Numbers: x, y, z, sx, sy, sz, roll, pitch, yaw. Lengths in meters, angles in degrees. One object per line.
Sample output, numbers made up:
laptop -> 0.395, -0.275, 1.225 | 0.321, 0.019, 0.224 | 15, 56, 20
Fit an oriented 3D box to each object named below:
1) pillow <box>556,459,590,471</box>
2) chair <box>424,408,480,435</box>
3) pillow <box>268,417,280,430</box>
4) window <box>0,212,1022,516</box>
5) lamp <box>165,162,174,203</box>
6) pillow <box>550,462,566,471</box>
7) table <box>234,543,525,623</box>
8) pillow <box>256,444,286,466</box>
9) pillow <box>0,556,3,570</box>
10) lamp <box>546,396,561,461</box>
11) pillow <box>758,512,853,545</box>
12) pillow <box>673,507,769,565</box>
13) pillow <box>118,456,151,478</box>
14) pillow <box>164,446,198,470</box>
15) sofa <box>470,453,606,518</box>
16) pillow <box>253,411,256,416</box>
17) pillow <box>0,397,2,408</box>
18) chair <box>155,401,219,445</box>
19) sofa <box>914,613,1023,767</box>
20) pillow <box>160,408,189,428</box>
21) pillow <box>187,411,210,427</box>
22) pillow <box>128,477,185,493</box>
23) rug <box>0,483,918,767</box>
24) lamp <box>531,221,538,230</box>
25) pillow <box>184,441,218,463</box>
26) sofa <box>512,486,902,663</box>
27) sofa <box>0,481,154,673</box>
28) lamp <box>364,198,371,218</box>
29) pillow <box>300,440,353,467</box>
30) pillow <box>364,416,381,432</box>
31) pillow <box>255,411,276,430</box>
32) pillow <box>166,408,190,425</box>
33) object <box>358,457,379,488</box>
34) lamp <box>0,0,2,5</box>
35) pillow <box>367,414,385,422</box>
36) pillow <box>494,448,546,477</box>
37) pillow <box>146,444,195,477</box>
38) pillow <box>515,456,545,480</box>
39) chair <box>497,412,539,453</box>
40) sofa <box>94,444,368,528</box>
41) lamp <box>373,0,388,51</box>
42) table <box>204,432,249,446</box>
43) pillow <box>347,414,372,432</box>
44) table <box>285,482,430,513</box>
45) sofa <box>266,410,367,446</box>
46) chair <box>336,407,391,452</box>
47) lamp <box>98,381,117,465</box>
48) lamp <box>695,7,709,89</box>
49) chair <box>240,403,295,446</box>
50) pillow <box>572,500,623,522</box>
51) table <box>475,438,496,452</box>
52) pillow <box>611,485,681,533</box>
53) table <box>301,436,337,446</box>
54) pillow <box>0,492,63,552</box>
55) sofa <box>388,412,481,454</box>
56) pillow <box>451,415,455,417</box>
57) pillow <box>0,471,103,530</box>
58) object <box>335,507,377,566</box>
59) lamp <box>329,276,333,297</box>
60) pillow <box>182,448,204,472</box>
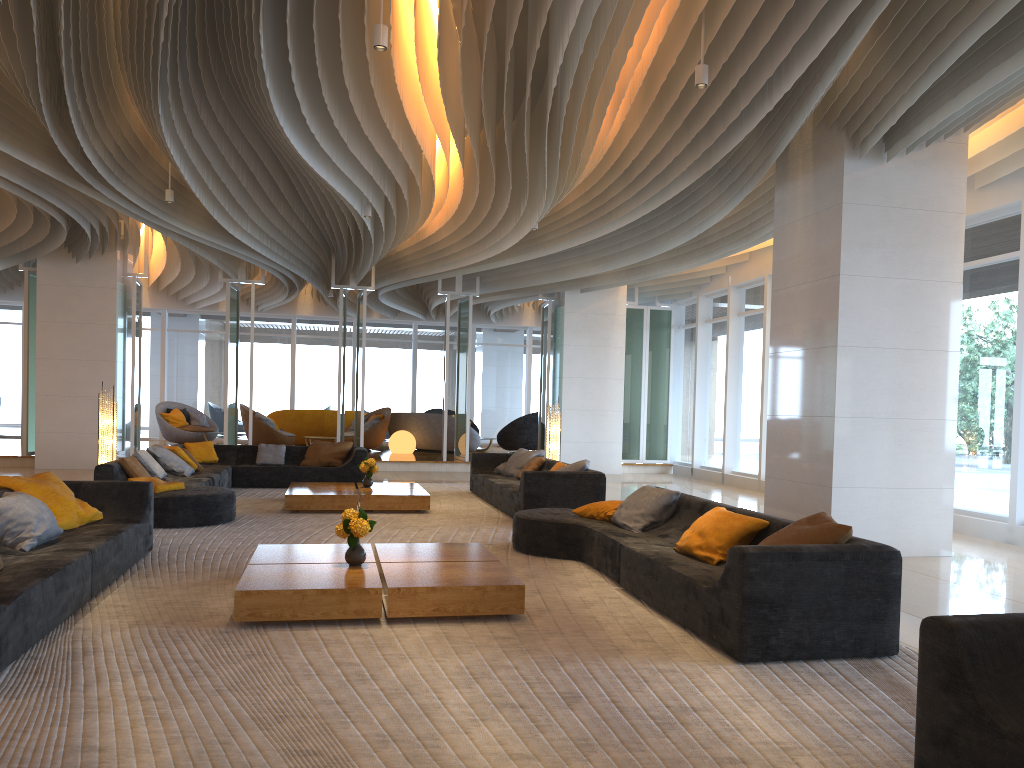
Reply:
pillow -> 0.599, 1.045, 10.004 | 0.544, 0.378, 0.642 | 1, -1, 10
chair -> -1.531, 1.116, 22.085 | 1.541, 1.007, 1.118 | 2, 0, -30
pillow -> -5.247, 0.842, 19.154 | 0.461, 0.409, 0.506 | 2, 0, 10
window -> 2.867, -0.276, 8.947 | 53.462, 3.224, 22.547 | 0, -2, 43
lamp -> -3.903, -2.835, 10.134 | 0.087, 1.508, 0.090 | 3, 2, 33
pillow -> 0.482, 1.084, 10.500 | 0.324, 0.312, 0.405 | 2, 0, -10
table -> -0.868, 1.264, 5.734 | 1.613, 0.220, 1.588 | 2, -2, -12
pillow -> -3.574, 1.046, 13.152 | 0.410, 0.313, 0.319 | 2, 0, -10
pillow -> -2.904, 0.822, 4.573 | 0.447, 0.410, 0.597 | 2, -1, -10
lamp -> 0.629, 0.913, 13.530 | 0.252, 1.452, 0.248 | 1, 2, -12
pillow -> 1.599, 0.936, 5.048 | 0.544, 0.378, 0.642 | 1, -1, 10
pillow -> 1.349, 1.030, 5.860 | 0.454, 0.394, 0.632 | 2, -1, -13
pillow -> -3.916, 0.920, 9.294 | 0.331, 0.311, 0.421 | 2, 0, -10
pillow -> -4.275, 0.955, 11.393 | 0.415, 0.335, 0.330 | 1, 0, 43
sofa -> 0.208, 1.260, 11.234 | 0.948, 0.583, 3.746 | 2, -1, -11
pillow -> -5.424, 0.780, 18.764 | 0.375, 0.423, 0.600 | 1, 0, -14
pillow -> -12.710, 0.781, 20.910 | 1.143, 1.006, 1.508 | 2, -1, -9
chair -> -7.497, 0.910, 20.457 | 1.118, 1.006, 1.541 | 1, -1, 31
sofa -> 2.209, 1.038, 1.154 | 1.342, 0.583, 4.166 | 2, -2, -5
pillow -> -7.657, 0.776, 20.163 | 0.471, 0.455, 0.622 | 2, 0, 5
pillow -> -7.351, 0.830, 20.787 | 0.513, 0.409, 0.455 | 2, 0, -45
pillow -> -3.625, 1.024, 9.048 | 0.405, 0.136, 0.421 | 1, -1, 22
rug -> -0.933, 1.384, 6.052 | 5.554, 0.022, 16.088 | 2, -2, -12
lamp -> 0.300, -2.694, 11.120 | 0.087, 1.508, 0.090 | 3, 2, 33
pillow -> -4.530, 0.991, 12.919 | 0.416, 0.316, 0.335 | 2, 0, -40
sofa -> 1.007, 1.150, 6.409 | 1.362, 0.583, 4.107 | 2, -2, -13
sofa -> -2.975, 1.009, 5.223 | 0.948, 0.583, 3.746 | 2, -1, -11
lamp -> -1.720, -2.761, 10.646 | 0.087, 1.508, 0.090 | 3, 2, 33
pillow -> -2.787, 1.045, 13.353 | 0.635, 0.378, 0.550 | 1, -1, 10
pillow -> -3.122, 0.910, 19.540 | 0.466, 0.409, 0.500 | 2, 0, -10
pillow -> -5.146, 0.798, 18.480 | 0.479, 0.455, 0.610 | 2, 0, -31
pillow -> -7.715, 0.768, 20.561 | 0.367, 0.423, 0.613 | 2, 0, 21
object -> -1.764, 1.083, 10.918 | 0.233, 0.377, 0.268 | 2, 1, 20
lamp -> -2.966, -2.948, 5.078 | 0.090, 1.508, 0.088 | 1, 2, -21
pillow -> -3.084, 0.877, 19.960 | 0.378, 0.423, 0.595 | 1, 0, -34
pillow -> 0.092, 1.100, 12.516 | 0.556, 0.378, 0.627 | 2, -1, -34
pillow -> -4.253, 0.953, 11.055 | 0.552, 0.377, 0.645 | 2, -1, -17
pillow -> 0.241, 1.110, 11.694 | 0.325, 0.312, 0.404 | 2, 0, -14
chair -> 0.336, 1.137, 20.994 | 1.544, 1.006, 1.115 | 2, 0, -40
sofa -> -3.162, 1.128, 11.023 | 2.846, 0.654, 5.047 | 2, -2, -12
lamp -> -0.814, -2.875, 5.591 | 0.090, 1.508, 0.087 | 0, 2, -39
table -> -6.440, 1.276, 20.212 | 1.084, 0.319, 0.815 | 2, -1, -6
pillow -> -3.447, 0.889, 20.130 | 0.610, 0.455, 0.480 | 1, 0, 39
table -> -1.880, 1.374, 10.751 | 1.613, 0.220, 1.588 | 2, -2, -12
sofa -> -4.565, 1.055, 20.956 | 2.595, 0.902, 1.095 | 2, 0, -23
chair -> -3.311, 1.006, 19.841 | 1.151, 1.006, 1.496 | 2, -1, -24
lamp -> -5.108, 0.693, 11.199 | 0.252, 1.452, 0.248 | 1, 2, -12
lamp -> 1.325, -2.804, 6.092 | 0.090, 1.508, 0.088 | 1, 2, -21
chair -> -5.179, 0.928, 18.809 | 1.139, 1.006, 1.513 | 2, -1, -4
pillow -> 0.861, 1.105, 7.724 | 0.440, 0.193, 0.597 | 1, -2, 43
table -> -0.816, 1.457, 21.279 | 1.099, 0.319, 0.803 | 3, -2, -41
pillow -> 1.069, 1.042, 7.240 | 0.465, 0.417, 0.659 | 2, -1, -12
table -> -4.094, 1.309, 19.126 | 0.831, 0.319, 1.062 | 2, -1, -30
pillow -> -3.109, 0.883, 5.586 | 0.423, 0.377, 0.582 | 2, -1, -10
sofa -> -1.831, 1.105, 20.072 | 2.517, 0.902, 1.129 | 1, -1, 37
pillow -> -1.662, 0.979, 22.288 | 0.616, 0.423, 0.365 | 2, 0, -39
pillow -> -3.356, 0.840, 6.443 | 0.544, 0.378, 0.642 | 1, -1, 10
object -> -0.992, 0.958, 5.593 | 0.235, 0.377, 0.267 | 2, 1, 10
lamp -> -3.795, -2.598, 18.664 | 0.089, 1.508, 0.089 | 1, 2, -3
pillow -> -4.238, 0.988, 11.563 | 0.336, 0.319, 0.404 | 2, 0, -44
